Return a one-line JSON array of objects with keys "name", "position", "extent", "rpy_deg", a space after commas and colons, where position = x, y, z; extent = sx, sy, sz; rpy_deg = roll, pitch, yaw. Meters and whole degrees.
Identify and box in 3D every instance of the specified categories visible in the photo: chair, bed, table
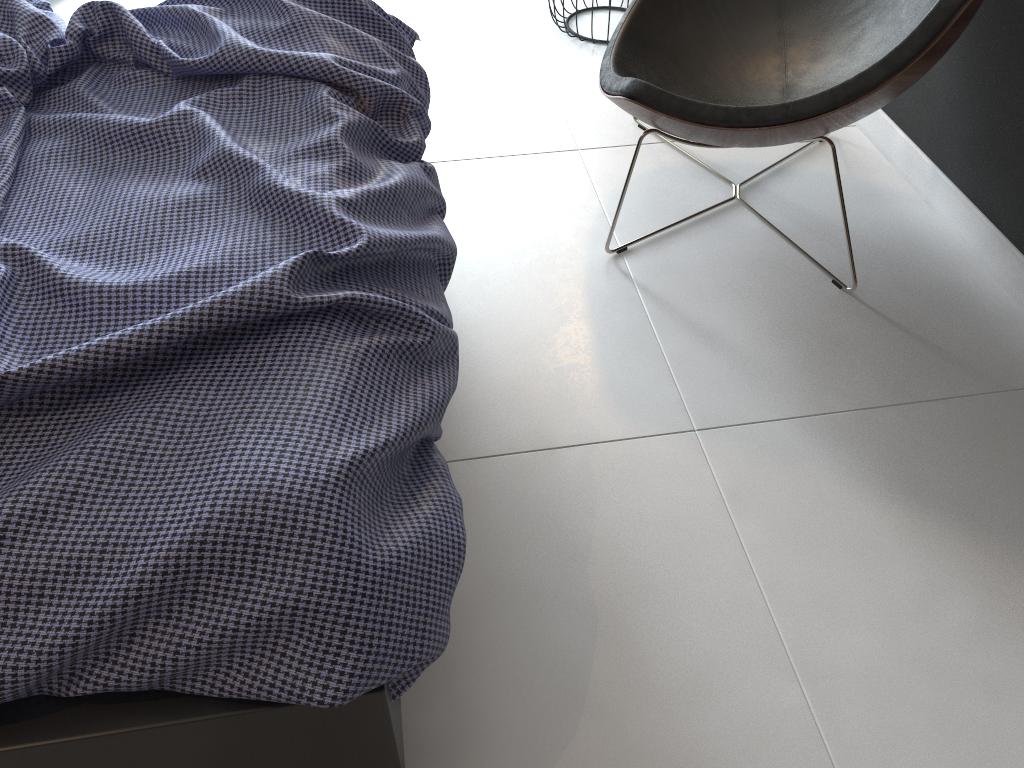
[{"name": "chair", "position": [0.622, -0.748, 2.148], "extent": [0.815, 0.662, 0.823], "rpy_deg": [8, 44, 9]}, {"name": "bed", "position": [-1.391, -0.587, 1.054], "extent": [2.610, 1.957, 2.669], "rpy_deg": [-6, 44, -6]}, {"name": "table", "position": [0.348, -1.448, 3.056], "extent": [0.456, 0.417, 0.465], "rpy_deg": [-23, 48, -22]}]
